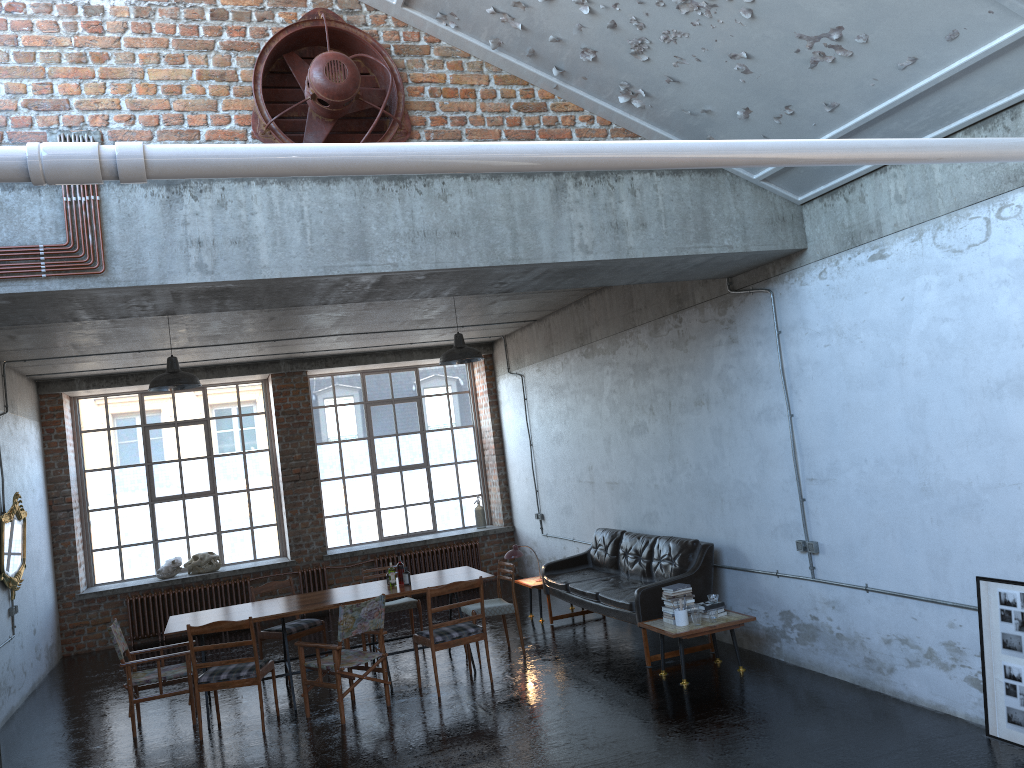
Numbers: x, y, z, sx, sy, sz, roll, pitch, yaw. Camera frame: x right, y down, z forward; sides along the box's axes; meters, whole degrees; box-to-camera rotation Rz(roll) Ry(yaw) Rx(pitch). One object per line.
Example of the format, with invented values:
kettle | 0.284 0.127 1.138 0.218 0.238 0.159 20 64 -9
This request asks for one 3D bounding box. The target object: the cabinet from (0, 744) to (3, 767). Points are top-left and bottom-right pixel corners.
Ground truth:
cabinet | -3.715 1.880 5.320 0.572 2.297 2.386 -6 -4 -19

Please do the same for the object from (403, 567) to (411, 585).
object | -1.073 1.954 9.028 0.097 0.180 0.051 -11 -5 43

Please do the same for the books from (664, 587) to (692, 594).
books | 1.472 1.829 7.884 0.205 0.020 0.155 -6 -4 -19

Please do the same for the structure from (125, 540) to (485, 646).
structure | -2.979 3.127 13.464 5.349 0.713 0.232 -6 -4 -19

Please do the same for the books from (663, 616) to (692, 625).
books | 1.491 2.075 7.852 0.248 0.043 0.192 -6 -4 -19

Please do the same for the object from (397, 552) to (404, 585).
object | -1.150 1.898 9.143 0.075 0.324 0.075 -8 -4 6

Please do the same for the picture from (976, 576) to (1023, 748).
picture | 3.128 1.685 5.222 0.135 0.994 0.889 -6 -4 -19

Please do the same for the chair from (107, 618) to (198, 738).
chair | -3.326 2.686 8.295 0.713 1.031 0.574 -6 -4 -19

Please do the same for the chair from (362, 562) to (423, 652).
chair | -1.393 2.602 10.250 0.589 0.971 0.577 -6 -4 -19

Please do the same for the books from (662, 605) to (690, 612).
books | 1.485 1.980 7.877 0.245 0.028 0.193 -5 -4 -24

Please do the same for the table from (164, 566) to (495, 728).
table | -1.746 2.582 8.872 3.112 0.917 1.067 -6 -4 -19

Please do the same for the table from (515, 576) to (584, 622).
table | 0.542 2.651 11.072 0.811 0.458 0.649 -6 -4 -19

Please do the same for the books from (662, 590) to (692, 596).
books | 1.472 1.851 7.893 0.209 0.023 0.167 -5 -4 -25

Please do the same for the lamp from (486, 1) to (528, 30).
lamp | 0.323 -1.774 3.198 0.945 2.025 5.320 -7 -4 -1

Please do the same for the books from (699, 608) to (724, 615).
books | 1.750 2.021 7.903 0.166 0.024 0.227 -4 -5 -40

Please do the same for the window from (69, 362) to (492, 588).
window | 0.585 2.563 15.944 19.864 12.900 0.747 -6 -4 -19

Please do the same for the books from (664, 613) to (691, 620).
books | 1.489 2.042 7.854 0.249 0.023 0.175 -6 -4 -23

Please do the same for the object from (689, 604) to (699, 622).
object | 1.590 1.995 7.698 0.087 0.155 0.087 -11 -5 44

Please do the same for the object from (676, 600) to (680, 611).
object | 1.454 1.969 7.717 0.009 0.167 0.061 -7 -4 -7

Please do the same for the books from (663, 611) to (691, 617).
books | 1.487 2.019 7.855 0.249 0.023 0.175 -6 -4 -18

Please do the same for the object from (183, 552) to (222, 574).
object | -4.674 2.688 13.333 0.418 0.305 0.625 -3 -5 -45

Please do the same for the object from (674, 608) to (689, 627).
object | 1.466 2.019 7.671 0.110 0.137 0.110 -6 -4 -19

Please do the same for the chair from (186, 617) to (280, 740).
chair | -2.456 2.562 7.853 0.573 1.028 0.509 -7 -4 1

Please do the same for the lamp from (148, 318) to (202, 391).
lamp | -3.381 -0.401 8.786 0.502 0.891 0.502 -6 -4 -15

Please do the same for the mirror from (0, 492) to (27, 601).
mirror | -5.524 1.799 9.873 0.172 1.182 1.339 -6 -4 -19

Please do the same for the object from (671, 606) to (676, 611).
object | 1.439 1.987 7.680 0.137 0.190 0.009 -6 -4 -16

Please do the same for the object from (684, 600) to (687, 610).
object | 1.498 1.960 7.693 0.062 0.169 0.009 -6 -4 -19

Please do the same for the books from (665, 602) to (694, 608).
books | 1.490 1.954 7.877 0.221 0.023 0.147 -6 -4 -20

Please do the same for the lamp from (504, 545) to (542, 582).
lamp | 0.149 2.219 10.970 0.496 0.492 0.220 -5 -4 -27

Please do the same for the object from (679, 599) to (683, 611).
object | 1.477 1.975 7.716 0.023 0.204 0.037 -8 -4 20

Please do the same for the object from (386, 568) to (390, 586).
object | -1.264 1.993 9.175 0.077 0.173 0.077 -5 -4 -33

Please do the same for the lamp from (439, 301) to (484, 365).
lamp | -0.607 -0.685 9.740 0.502 0.891 0.502 -6 -4 -15

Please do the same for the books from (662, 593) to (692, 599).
books | 1.464 1.873 7.877 0.231 0.023 0.162 -7 -4 -3

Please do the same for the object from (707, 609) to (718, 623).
object | 1.733 2.001 7.635 0.092 0.099 0.092 -4 -5 -41

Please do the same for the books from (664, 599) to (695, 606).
books | 1.485 1.935 7.883 0.224 0.021 0.158 -6 -4 -19

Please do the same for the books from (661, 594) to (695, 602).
books | 1.475 1.893 7.878 0.244 0.019 0.174 -6 -4 -19

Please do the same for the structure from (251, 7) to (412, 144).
structure | -1.250 -1.990 6.022 1.058 1.096 0.808 -6 -4 -19

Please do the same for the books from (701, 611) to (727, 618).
books | 1.764 2.048 7.898 0.179 0.034 0.243 -4 -5 -36

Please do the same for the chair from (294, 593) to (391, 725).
chair | -1.487 2.433 7.925 0.713 1.031 0.574 -10 -5 41

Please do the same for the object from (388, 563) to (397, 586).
object | -1.227 1.945 9.070 0.070 0.235 0.041 -6 -4 -19

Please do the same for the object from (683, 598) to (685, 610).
object | 1.494 1.953 7.705 0.052 0.185 0.009 -6 -4 -17

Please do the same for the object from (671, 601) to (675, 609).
object | 1.420 1.981 7.689 0.046 0.202 0.023 -8 -4 17

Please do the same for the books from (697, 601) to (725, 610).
books | 1.749 1.970 7.903 0.225 0.029 0.179 -5 -4 -27

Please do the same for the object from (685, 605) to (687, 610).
object | 1.490 1.993 7.670 0.068 0.159 0.009 -7 -4 -6

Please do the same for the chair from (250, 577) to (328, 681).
chair | -2.432 2.681 9.724 0.509 1.028 0.573 -10 -5 35

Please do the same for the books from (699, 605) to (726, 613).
books | 1.759 1.996 7.910 0.243 0.024 0.175 -6 -4 -23

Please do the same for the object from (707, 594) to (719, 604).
object | 1.793 1.915 7.899 0.103 0.068 0.103 -11 -5 44

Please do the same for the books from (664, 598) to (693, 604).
books | 1.482 1.913 7.878 0.205 0.022 0.155 -5 -4 -24

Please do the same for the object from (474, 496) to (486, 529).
object | -0.544 2.148 14.875 0.172 0.551 0.172 -9 -4 25

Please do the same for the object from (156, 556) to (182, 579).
object | -5.115 2.749 13.246 0.281 0.281 0.575 -8 -4 7

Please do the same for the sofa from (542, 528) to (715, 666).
sofa | 1.168 2.163 9.504 0.929 1.045 2.610 -6 -4 -19

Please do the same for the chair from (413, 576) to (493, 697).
chair | -0.582 2.362 8.375 0.573 1.028 0.509 -5 -4 -29

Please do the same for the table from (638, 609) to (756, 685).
table | 1.640 2.299 7.773 0.811 0.458 0.649 -6 -4 -19

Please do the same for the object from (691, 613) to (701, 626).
object | 1.580 2.017 7.582 0.092 0.099 0.092 -4 -5 -41

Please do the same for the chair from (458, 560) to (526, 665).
chair | -0.220 2.399 9.371 0.577 0.971 0.589 -6 -4 -19

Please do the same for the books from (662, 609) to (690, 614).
books | 1.489 2.001 7.874 0.255 0.014 0.192 -6 -4 -16

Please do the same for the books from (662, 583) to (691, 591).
books | 1.461 1.809 7.893 0.201 0.024 0.159 -5 -4 -29
